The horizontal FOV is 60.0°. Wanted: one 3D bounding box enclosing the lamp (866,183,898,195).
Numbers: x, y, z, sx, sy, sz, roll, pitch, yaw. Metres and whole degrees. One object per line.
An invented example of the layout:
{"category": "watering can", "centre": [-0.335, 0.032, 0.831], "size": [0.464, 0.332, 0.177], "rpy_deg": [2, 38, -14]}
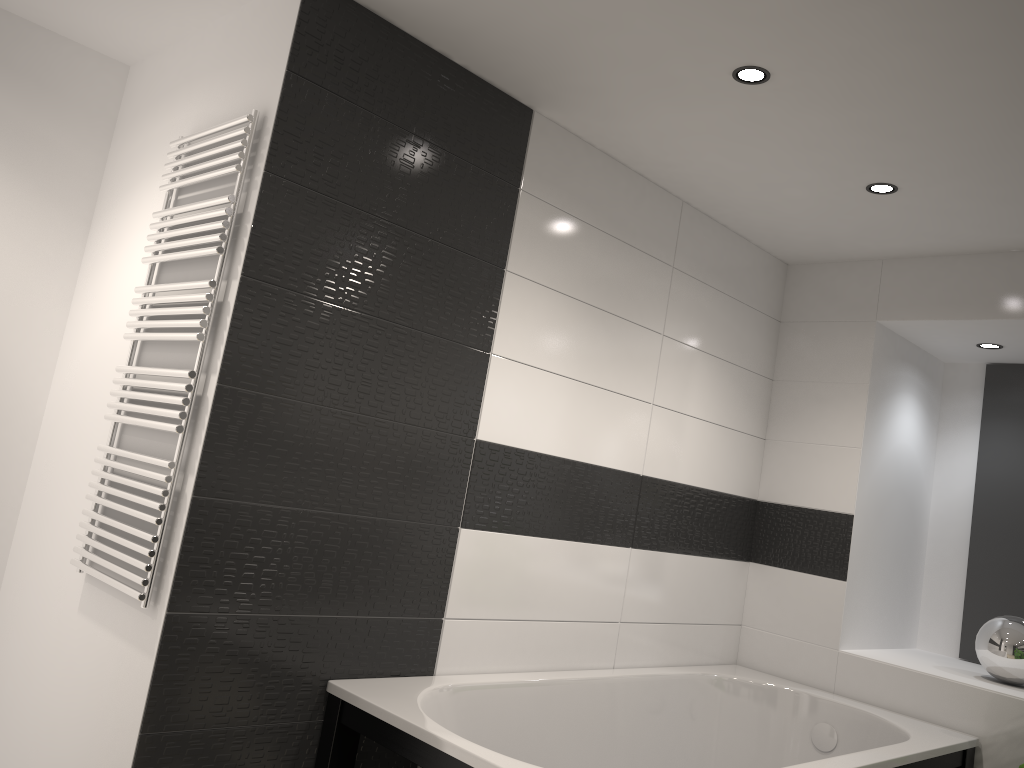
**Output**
{"category": "lamp", "centre": [1.309, -0.691, 3.137], "size": [0.105, 0.004, 0.105], "rpy_deg": [10, -6, 1]}

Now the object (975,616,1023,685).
{"category": "object", "centre": [1.985, 1.055, 3.516], "size": [0.260, 0.262, 0.260], "rpy_deg": [14, -9, -31]}

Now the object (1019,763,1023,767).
{"category": "object", "centre": [1.759, 1.357, 2.798], "size": [0.438, 1.137, 0.417], "rpy_deg": [10, -8, -3]}

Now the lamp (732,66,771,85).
{"category": "lamp", "centre": [0.676, -0.873, 2.506], "size": [0.105, 0.004, 0.105], "rpy_deg": [10, -6, 1]}

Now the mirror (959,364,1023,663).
{"category": "mirror", "centre": [2.637, 0.606, 3.678], "size": [1.361, 1.388, 0.077], "rpy_deg": [2, -11, 45]}

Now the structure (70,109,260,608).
{"category": "structure", "centre": [-0.947, -0.100, 2.398], "size": [0.473, 1.298, 0.039], "rpy_deg": [2, -12, 45]}

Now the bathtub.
{"category": "bathtub", "centre": [0.538, 1.379, 2.776], "size": [1.009, 0.679, 2.169], "rpy_deg": [3, -10, 45]}

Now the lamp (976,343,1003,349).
{"category": "lamp", "centre": [2.124, -0.168, 3.942], "size": [0.106, 0.004, 0.105], "rpy_deg": [6, -7, 31]}
